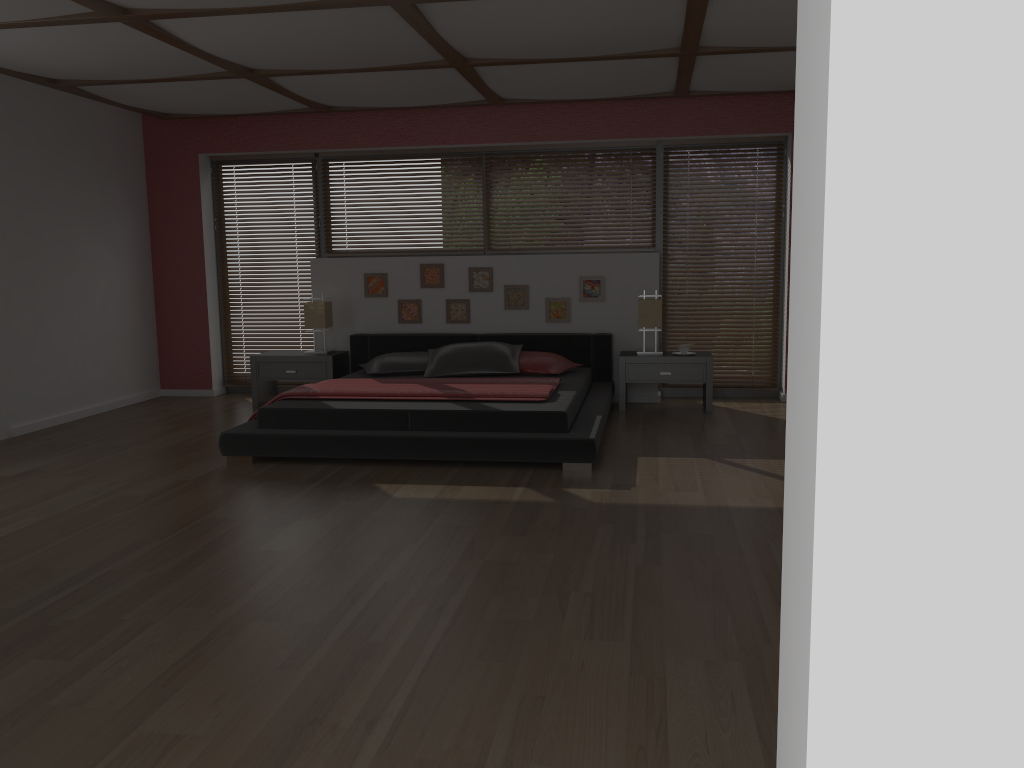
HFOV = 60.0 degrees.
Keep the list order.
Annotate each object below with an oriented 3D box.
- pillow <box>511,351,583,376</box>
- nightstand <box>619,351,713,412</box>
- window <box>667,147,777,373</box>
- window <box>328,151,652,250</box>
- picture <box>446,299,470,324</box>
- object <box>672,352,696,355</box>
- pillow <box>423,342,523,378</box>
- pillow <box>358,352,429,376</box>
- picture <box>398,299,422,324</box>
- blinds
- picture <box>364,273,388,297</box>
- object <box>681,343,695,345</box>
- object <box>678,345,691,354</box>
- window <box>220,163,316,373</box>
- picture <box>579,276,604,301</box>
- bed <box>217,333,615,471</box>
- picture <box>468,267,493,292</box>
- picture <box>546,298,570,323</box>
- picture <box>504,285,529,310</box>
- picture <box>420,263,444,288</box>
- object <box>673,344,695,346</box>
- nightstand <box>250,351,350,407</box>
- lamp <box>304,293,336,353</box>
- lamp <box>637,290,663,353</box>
[{"bbox_3d":[0.121,-0.157,6.759,0.745,0.172,0.418,3,9,28],"label":"pillow"},{"bbox_3d":[1.191,-0.024,6.897,0.700,0.423,0.413,0,8,9],"label":"nightstand"},{"bbox_3d":[1.717,-0.987,7.292,0.889,1.893,0.020,0,8,9],"label":"window"},{"bbox_3d":[-0.216,-1.538,7.520,2.817,0.786,0.020,0,8,9],"label":"window"},{"bbox_3d":[-0.446,-0.600,7.325,0.200,0.200,0.010,0,8,9],"label":"picture"},{"bbox_3d":[1.317,-0.231,6.792,0.179,0.012,0.179,4,9,34],"label":"object"},{"bbox_3d":[-0.296,-0.192,6.677,0.744,0.241,0.386,0,8,4],"label":"pillow"},{"bbox_3d":[-0.788,-0.156,6.848,0.745,0.172,0.418,-3,8,-16],"label":"pillow"},{"bbox_3d":[-0.852,-0.604,7.388,0.200,0.200,0.010,0,8,9],"label":"picture"},{"bbox_3d":[-0.222,-0.956,7.532,4.840,1.952,0.032,0,8,9],"label":"blinds"},{"bbox_3d":[-1.136,-0.824,7.402,0.200,0.200,0.010,0,8,9],"label":"picture"},{"bbox_3d":[1.321,-0.302,6.787,0.192,0.007,0.007,-5,9,-26],"label":"object"},{"bbox_3d":[1.317,-0.263,6.787,0.099,0.069,0.099,4,9,34],"label":"object"},{"bbox_3d":[-2.138,-1.013,7.895,0.889,1.893,0.020,0,8,9],"label":"window"},{"bbox_3d":[0.643,-0.765,7.130,0.200,0.200,0.010,0,8,9],"label":"picture"},{"bbox_3d":[-0.576,0.025,6.160,2.469,0.577,2.413,0,8,9],"label":"bed"},{"bbox_3d":[-0.255,-0.854,7.259,0.200,0.200,0.010,0,8,9],"label":"picture"},{"bbox_3d":[0.373,-0.599,7.196,0.200,0.200,0.010,0,8,9],"label":"picture"},{"bbox_3d":[0.037,-0.708,7.234,0.200,0.200,0.010,0,8,9],"label":"picture"},{"bbox_3d":[-0.659,-0.892,7.318,0.200,0.200,0.010,0,8,9],"label":"picture"},{"bbox_3d":[1.310,-0.299,6.766,0.192,0.007,0.007,-4,8,-21],"label":"object"},{"bbox_3d":[-1.749,-0.044,7.357,0.700,0.423,0.413,0,8,9],"label":"nightstand"},{"bbox_3d":[-1.592,-0.506,7.309,0.200,0.480,0.200,0,8,9],"label":"lamp"},{"bbox_3d":[1.073,-0.488,6.892,0.200,0.480,0.200,0,8,9],"label":"lamp"}]
